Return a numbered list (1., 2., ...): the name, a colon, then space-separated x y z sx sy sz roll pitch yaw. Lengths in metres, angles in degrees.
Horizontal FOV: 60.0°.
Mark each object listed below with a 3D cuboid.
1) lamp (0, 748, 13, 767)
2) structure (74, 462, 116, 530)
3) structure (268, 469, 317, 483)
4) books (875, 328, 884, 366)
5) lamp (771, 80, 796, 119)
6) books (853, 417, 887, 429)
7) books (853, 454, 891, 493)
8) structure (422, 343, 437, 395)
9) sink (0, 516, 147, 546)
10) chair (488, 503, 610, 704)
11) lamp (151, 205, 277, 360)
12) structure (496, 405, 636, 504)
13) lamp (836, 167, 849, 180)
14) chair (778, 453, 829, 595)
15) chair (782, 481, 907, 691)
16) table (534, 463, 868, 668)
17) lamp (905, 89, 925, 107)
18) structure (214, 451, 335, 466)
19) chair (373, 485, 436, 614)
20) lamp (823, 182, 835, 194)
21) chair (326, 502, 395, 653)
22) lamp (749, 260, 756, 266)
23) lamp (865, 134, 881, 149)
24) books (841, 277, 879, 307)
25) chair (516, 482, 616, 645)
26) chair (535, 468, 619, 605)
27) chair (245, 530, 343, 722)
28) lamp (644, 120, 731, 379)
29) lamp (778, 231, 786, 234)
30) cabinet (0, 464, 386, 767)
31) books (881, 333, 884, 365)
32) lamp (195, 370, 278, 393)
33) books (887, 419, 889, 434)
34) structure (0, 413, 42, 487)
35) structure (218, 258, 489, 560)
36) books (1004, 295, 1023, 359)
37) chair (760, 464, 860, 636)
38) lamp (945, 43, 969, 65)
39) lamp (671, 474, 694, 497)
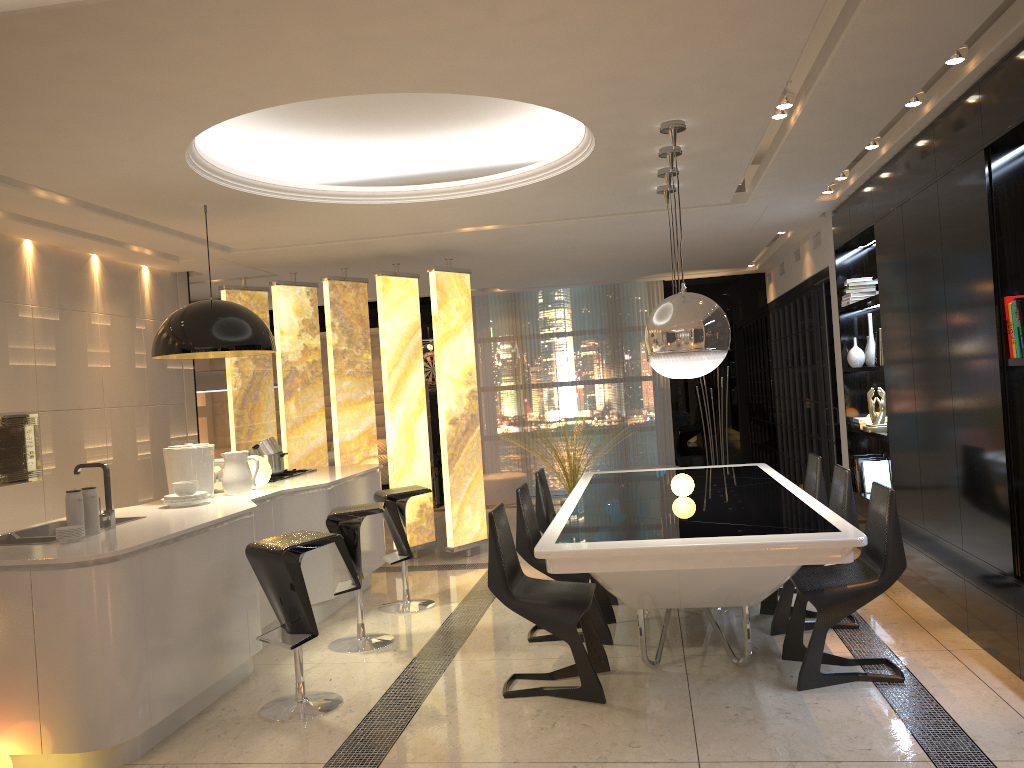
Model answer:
1. lamp: -1.980 1.458 3.301 0.212 0.214 0.213 -4 0 -31
2. structure: -1.950 0.523 4.103 0.177 0.310 0.089 -4 0 9
3. structure: -1.800 0.668 6.431 0.502 0.026 0.811 -4 0 9
4. books: 2.586 -0.256 6.053 0.207 0.256 0.245 -4 0 8
5. lamp: 1.313 -1.383 4.327 0.107 0.127 0.271 -4 0 9
6. books: 2.712 0.291 6.706 0.209 0.073 0.266 -4 0 12
7. books: 2.746 0.683 6.772 0.210 0.270 0.236 -4 0 8
8. structure: -1.031 -0.194 11.556 0.669 0.669 0.048 -4 0 9
9. sink: -2.137 0.764 4.160 0.485 0.152 0.738 -4 0 9
10. chair: 0.175 0.994 4.161 0.496 0.858 0.523 -4 0 9
11. lamp: -1.800 -0.620 5.290 0.710 0.898 0.710 -4 0 19
12. structure: 0.669 0.847 10.505 1.275 1.142 1.282 -4 0 -35
13. lamp: 2.210 -1.437 5.962 0.107 0.127 0.107 -4 0 -10
14. chair: 1.750 0.894 5.721 0.496 0.858 0.523 -4 0 9
15. chair: 1.501 0.904 4.084 0.496 0.858 0.523 -4 0 9
16. table: 0.966 0.993 4.923 1.293 0.759 3.031 -4 0 9
17. lamp: 1.966 -1.428 4.354 0.107 0.127 0.107 -4 0 -10
18. structure: -3.297 1.276 9.967 2.912 0.812 1.659 -4 0 9
19. chair: -0.729 1.098 5.941 0.380 0.789 0.380 -4 0 -24
20. lamp: 2.278 -1.439 6.406 0.107 0.127 0.107 -4 0 -10
21. chair: -0.893 1.105 5.124 0.380 0.789 0.380 -4 0 -9
22. lamp: 2.826 -1.457 10.496 0.107 0.127 0.107 -4 0 -10
23. lamp: 2.088 -1.432 5.158 0.107 0.127 0.107 -4 0 -10
24. books: 2.638 -0.697 6.721 0.259 0.188 0.302 -4 0 15
25. chair: 0.306 0.989 5.018 0.496 0.858 0.523 -4 0 9
26. chair: 0.433 0.984 5.858 0.496 0.858 0.523 -4 0 9
27. chair: -1.004 1.108 4.126 0.380 0.789 0.380 -4 0 41
28. lamp: 0.917 -0.641 4.947 0.408 1.226 1.827 -4 0 9
29. lamp: 2.471 -1.444 8.154 0.107 0.127 0.107 -4 0 -10
30. cabinet: -1.746 1.115 5.261 1.046 0.887 3.752 -4 0 9
31. books: 2.554 -0.258 5.846 0.212 0.261 0.252 -4 0 9
32. lamp: -3.412 -0.413 9.992 1.578 0.995 0.939 -4 0 9
33. books: 2.586 0.217 5.855 0.182 0.232 0.284 -4 0 12
34. structure: -3.449 0.440 5.690 0.446 0.450 0.659 -4 0 9
35. structure: -1.376 0.266 7.727 2.180 2.555 0.448 -4 0 9
36. books: 2.215 -0.247 3.703 0.210 0.270 0.236 -4 0 8
37. chair: 1.629 0.899 4.923 0.496 0.858 0.523 -4 0 9
38. lamp: 1.877 -1.424 3.764 0.107 0.127 0.107 -4 0 -10
39. lamp: 0.929 0.551 4.832 0.125 0.125 0.125 -4 0 -31
